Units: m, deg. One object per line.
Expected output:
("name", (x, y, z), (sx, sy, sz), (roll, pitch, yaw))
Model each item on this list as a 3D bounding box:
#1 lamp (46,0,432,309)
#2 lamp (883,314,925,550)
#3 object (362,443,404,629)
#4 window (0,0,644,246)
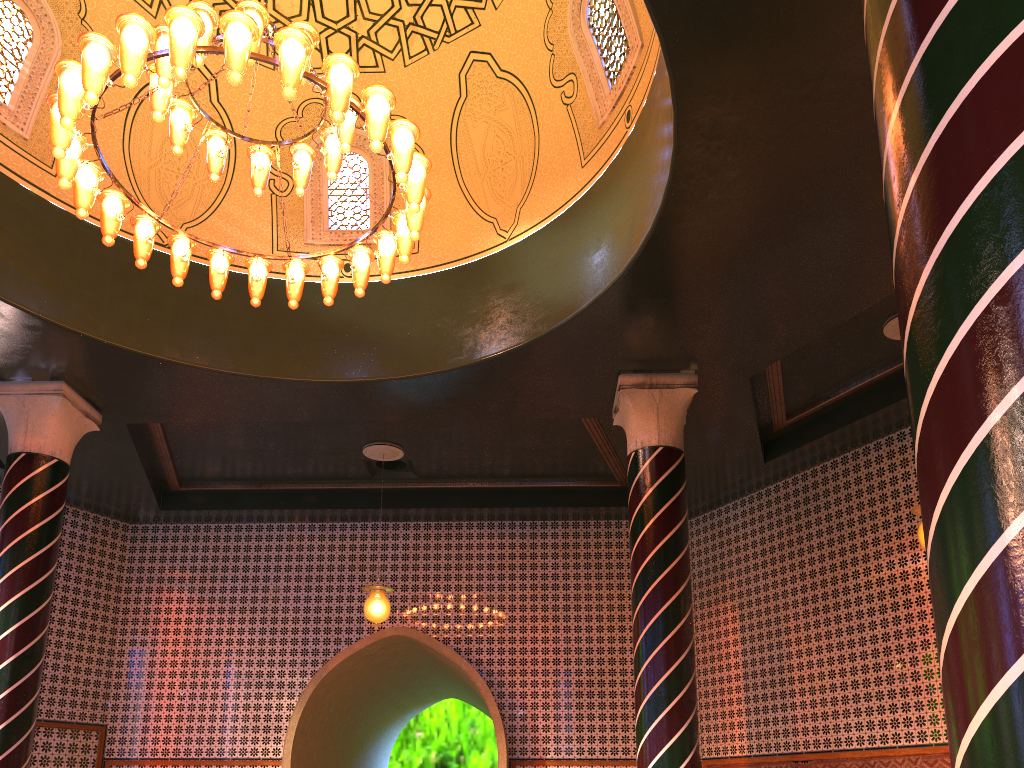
("lamp", (-1.787, -3.244, 6.386), (2.474, 4.344, 2.632), (-3, -18, 9))
("lamp", (3.735, 0.478, 7.764), (0.520, 2.187, 0.550), (3, -16, -9))
("object", (-1.642, 1.903, 10.734), (0.520, 2.187, 0.550), (3, -16, -9))
("window", (-1.884, -3.356, 6.277), (5.906, 1.098, 5.763), (-18, -31, 34))
